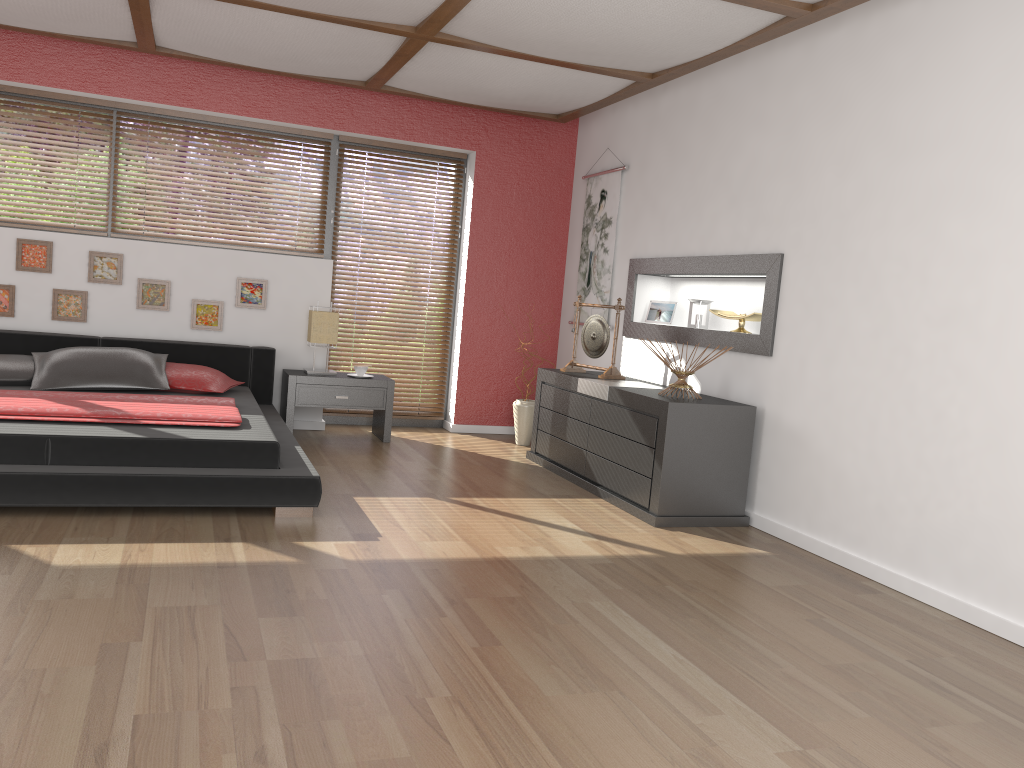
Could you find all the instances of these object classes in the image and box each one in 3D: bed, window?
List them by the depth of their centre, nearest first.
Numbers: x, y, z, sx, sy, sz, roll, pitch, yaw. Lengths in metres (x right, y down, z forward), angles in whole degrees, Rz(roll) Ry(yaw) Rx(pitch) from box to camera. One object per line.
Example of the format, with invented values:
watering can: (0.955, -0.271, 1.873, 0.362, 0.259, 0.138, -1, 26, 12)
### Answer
bed: (-2.379, 0.103, 4.546, 2.469, 0.577, 2.413, 3, 5, -20)
window: (-2.679, -1.422, 5.964, 2.817, 0.786, 0.020, 3, 5, -20)
window: (-0.903, -0.783, 6.692, 0.889, 1.893, 0.020, 3, 5, -20)

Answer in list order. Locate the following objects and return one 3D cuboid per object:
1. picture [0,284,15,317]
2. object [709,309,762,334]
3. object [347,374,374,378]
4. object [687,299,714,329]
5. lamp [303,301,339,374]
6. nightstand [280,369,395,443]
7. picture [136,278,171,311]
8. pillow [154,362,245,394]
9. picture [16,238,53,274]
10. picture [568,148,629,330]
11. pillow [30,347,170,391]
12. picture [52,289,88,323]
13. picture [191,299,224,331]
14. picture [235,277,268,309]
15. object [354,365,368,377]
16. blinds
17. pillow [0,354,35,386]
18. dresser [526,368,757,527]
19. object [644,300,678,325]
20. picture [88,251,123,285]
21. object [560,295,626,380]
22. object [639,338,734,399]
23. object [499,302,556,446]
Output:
picture: (-3.200, -0.521, 5.504, 0.200, 0.200, 0.010, 3, 5, -20)
object: (1.266, -0.339, 4.884, 0.181, 0.116, 0.350, 2, 6, -30)
object: (-1.031, -0.054, 6.033, 0.179, 0.012, 0.179, 5, 5, 4)
object: (1.125, -0.420, 5.325, 0.159, 0.171, 0.159, 8, 6, 28)
lamp: (-1.284, -0.321, 6.010, 0.200, 0.480, 0.200, 3, 5, -20)
nightstand: (-1.200, 0.148, 6.055, 0.700, 0.423, 0.413, 3, 5, -20)
picture: (-2.347, -0.585, 5.808, 0.200, 0.200, 0.010, 3, 5, -20)
pillow: (-2.060, -0.037, 5.416, 0.745, 0.172, 0.418, 5, 5, -1)
picture: (-2.988, -0.801, 5.547, 0.200, 0.200, 0.010, 3, 5, -20)
picture: (0.613, -1.042, 6.331, 0.028, 1.270, 0.701, 3, 5, -20)
pillow: (-2.381, -0.093, 5.142, 0.744, 0.241, 0.386, 3, 6, -25)
picture: (-2.816, -0.499, 5.647, 0.200, 0.200, 0.010, 3, 5, -20)
picture: (-2.040, -0.461, 5.936, 0.200, 0.200, 0.010, 3, 5, -20)
picture: (-1.767, -0.614, 6.017, 0.200, 0.200, 0.010, 3, 5, -20)
object: (-1.028, -0.087, 6.030, 0.099, 0.069, 0.099, 5, 5, 4)
blinds: (-2.710, -0.840, 5.951, 4.840, 1.952, 0.032, 3, 5, -20)
pillow: (-2.895, -0.078, 5.048, 0.745, 0.172, 0.418, 0, 7, -45)
dresser: (0.668, 0.302, 5.146, 0.540, 0.608, 1.740, 3, 5, -20)
object: (0.955, -0.460, 5.691, 0.041, 0.146, 0.226, 1, 7, -40)
picture: (-2.609, -0.745, 5.693, 0.200, 0.200, 0.010, 3, 5, -20)
object: (0.524, -0.302, 5.555, 0.173, 0.498, 0.490, 1, 6, -35)
object: (0.884, -0.075, 4.591, 0.481, 0.282, 0.481, 9, 6, 36)
object: (0.071, -0.076, 6.364, 0.422, 1.035, 0.364, 0, 7, -45)
